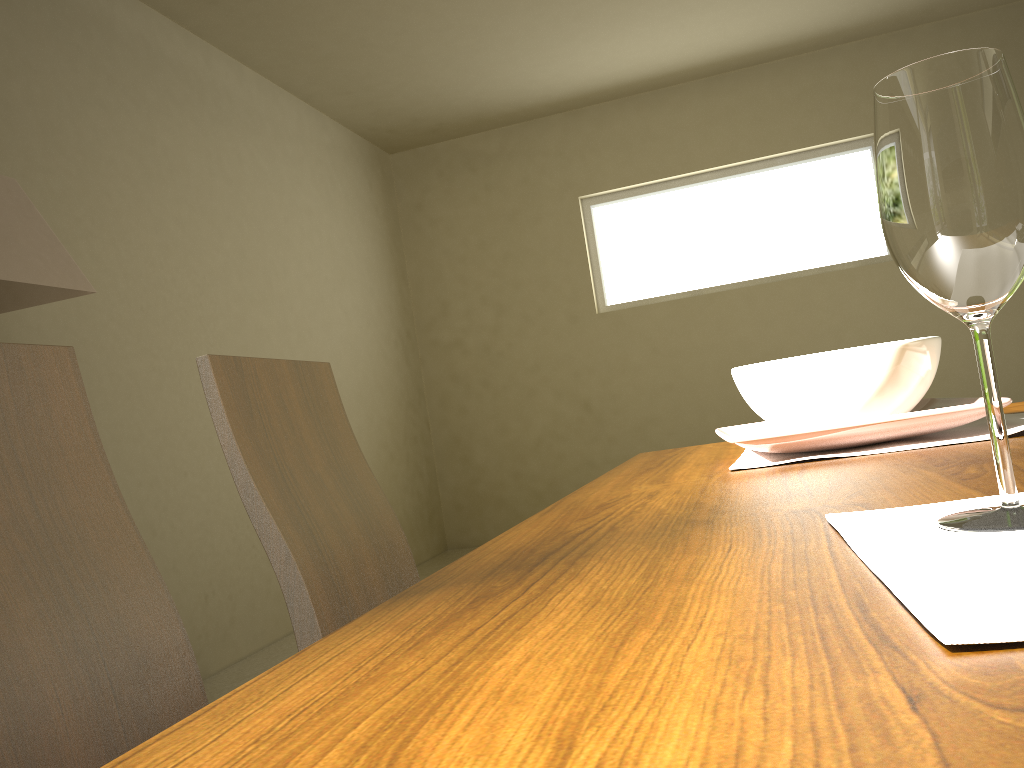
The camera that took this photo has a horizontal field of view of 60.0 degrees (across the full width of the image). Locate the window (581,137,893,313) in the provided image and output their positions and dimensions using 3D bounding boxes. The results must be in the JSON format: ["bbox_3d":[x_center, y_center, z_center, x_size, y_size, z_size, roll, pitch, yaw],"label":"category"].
[{"bbox_3d":[1.537,-1.067,6.148,2.025,0.848,0.100,-9,-2,15],"label":"window"}]

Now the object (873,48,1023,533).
[{"bbox_3d":[0.236,-0.046,0.453,0.075,0.232,0.075,-7,-3,-26],"label":"object"}]

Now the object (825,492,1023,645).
[{"bbox_3d":[0.446,0.033,0.348,0.589,0.010,0.287,-9,-2,12],"label":"object"}]

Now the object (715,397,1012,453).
[{"bbox_3d":[0.388,0.053,1.037,0.283,0.033,0.283,-9,-2,10],"label":"object"}]

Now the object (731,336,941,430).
[{"bbox_3d":[0.382,0.013,1.038,0.233,0.101,0.233,-9,-2,4],"label":"object"}]

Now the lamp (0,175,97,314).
[{"bbox_3d":[-1.456,0.306,2.442,0.499,1.782,0.499,-9,-2,15],"label":"lamp"}]

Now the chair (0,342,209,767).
[{"bbox_3d":[-0.181,0.429,0.623,0.507,1.017,0.404,-9,-2,16],"label":"chair"}]

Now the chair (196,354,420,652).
[{"bbox_3d":[-0.033,0.430,1.195,0.507,1.017,0.404,-9,-2,13],"label":"chair"}]

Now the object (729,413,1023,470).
[{"bbox_3d":[0.556,0.043,1.002,0.589,0.010,0.287,-9,-2,19],"label":"object"}]

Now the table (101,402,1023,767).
[{"bbox_3d":[0.568,0.435,0.727,1.000,0.790,1.411,-9,-2,15],"label":"table"}]
